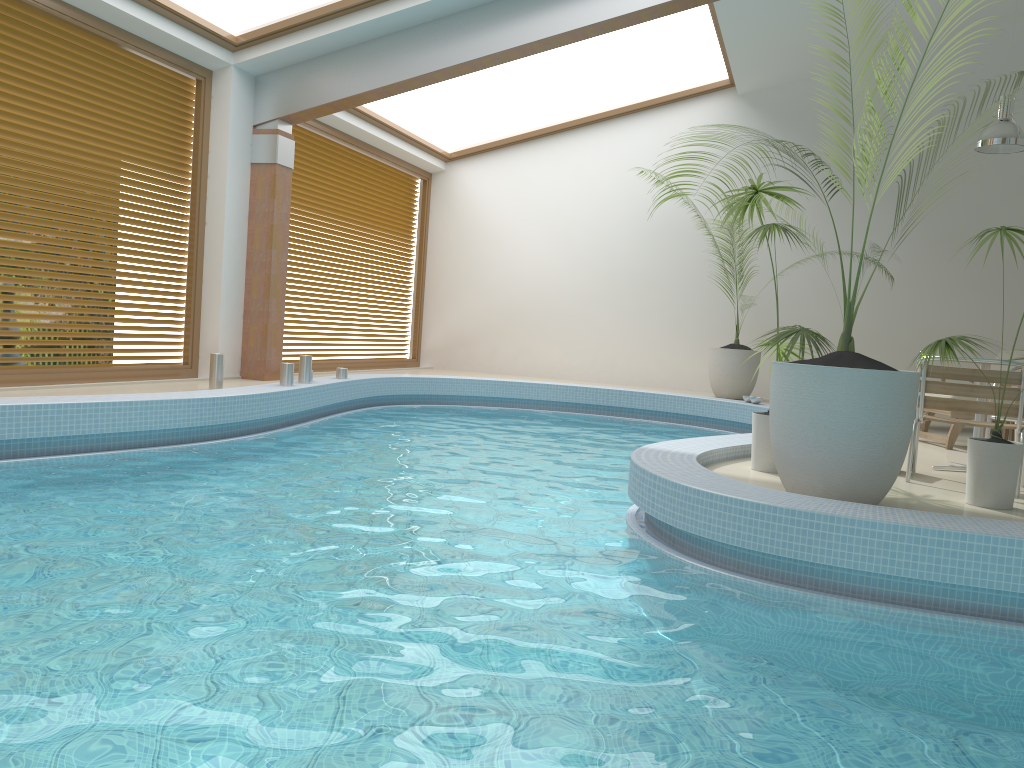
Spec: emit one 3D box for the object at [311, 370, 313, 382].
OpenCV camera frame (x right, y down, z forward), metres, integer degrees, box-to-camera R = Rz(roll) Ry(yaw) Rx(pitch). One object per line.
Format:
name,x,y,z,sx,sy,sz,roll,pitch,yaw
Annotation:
object,-1.933,-0.080,8.353,0.115,0.107,0.115,2,4,-23

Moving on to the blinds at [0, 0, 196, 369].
blinds,-3.905,-1.480,6.941,0.095,2.921,4.200,5,4,18

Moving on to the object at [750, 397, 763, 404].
object,2.646,0.183,9.614,0.140,0.069,0.140,3,4,-13

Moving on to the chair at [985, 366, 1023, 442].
chair,3.624,0.224,5.987,0.563,0.727,0.618,1,5,-39

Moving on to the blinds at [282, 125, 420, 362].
blinds,-2.273,-1.676,11.862,0.095,2.921,4.414,5,4,18

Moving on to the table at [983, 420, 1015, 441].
table,4.537,0.399,8.083,0.283,0.255,0.320,4,4,-4

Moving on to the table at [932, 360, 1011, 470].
table,3.003,0.209,5.689,0.700,0.720,0.700,7,5,37

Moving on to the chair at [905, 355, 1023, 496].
chair,2.644,0.210,5.115,0.618,0.727,0.563,6,4,30

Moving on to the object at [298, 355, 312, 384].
object,-1.891,-0.135,8.113,0.115,0.254,0.115,2,4,-31

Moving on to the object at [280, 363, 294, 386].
object,-1.950,-0.083,7.685,0.115,0.194,0.115,2,4,-31

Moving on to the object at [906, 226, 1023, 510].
object,2.528,-0.230,4.376,0.791,1.695,1.059,1,4,-36

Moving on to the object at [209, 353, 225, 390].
object,-2.528,-0.100,7.590,0.115,0.320,0.115,2,4,-23

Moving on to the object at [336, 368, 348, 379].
object,-1.732,-0.108,9.032,0.115,0.107,0.115,2,4,-23

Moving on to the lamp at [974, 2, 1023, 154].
lamp,5.141,-3.408,9.129,0.506,1.958,0.505,5,4,18

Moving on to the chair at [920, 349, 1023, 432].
chair,4.761,0.041,9.144,1.903,0.866,0.861,3,4,-20

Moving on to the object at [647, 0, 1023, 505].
object,1.660,-0.928,4.320,2.979,2.960,2.729,7,4,35

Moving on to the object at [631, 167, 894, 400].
object,3.087,-1.270,11.321,2.979,2.960,2.729,3,4,-17

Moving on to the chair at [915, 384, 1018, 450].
chair,4.394,0.126,7.396,1.903,0.866,0.861,4,4,-4

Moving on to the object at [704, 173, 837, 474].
object,1.481,-0.352,5.131,0.791,1.695,1.059,4,4,5

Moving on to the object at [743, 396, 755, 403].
object,2.617,0.169,9.795,0.140,0.069,0.140,3,4,-13
